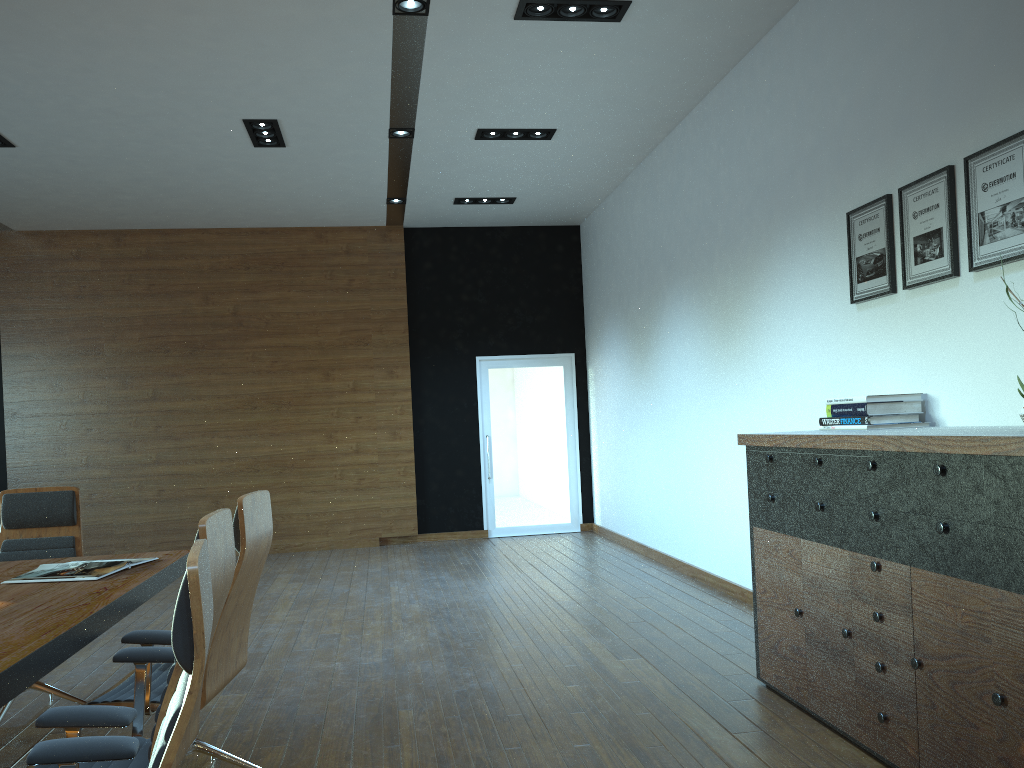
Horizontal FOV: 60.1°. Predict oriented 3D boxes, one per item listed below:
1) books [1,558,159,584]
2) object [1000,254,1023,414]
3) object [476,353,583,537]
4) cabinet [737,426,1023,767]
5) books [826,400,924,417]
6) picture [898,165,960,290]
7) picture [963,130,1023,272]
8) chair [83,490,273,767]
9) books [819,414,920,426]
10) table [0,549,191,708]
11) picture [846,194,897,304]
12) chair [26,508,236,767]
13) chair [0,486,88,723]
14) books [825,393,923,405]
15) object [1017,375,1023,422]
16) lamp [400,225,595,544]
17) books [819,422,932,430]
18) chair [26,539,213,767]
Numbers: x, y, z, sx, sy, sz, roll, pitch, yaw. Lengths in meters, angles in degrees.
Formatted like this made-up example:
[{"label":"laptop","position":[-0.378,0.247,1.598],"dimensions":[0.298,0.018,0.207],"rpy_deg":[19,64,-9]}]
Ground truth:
[{"label":"books","position":[-1.810,0.774,3.757],"dimensions":[0.389,0.033,0.545],"rpy_deg":[-3,-3,3]},{"label":"object","position":[1.878,-0.177,3.122],"dimensions":[0.213,0.662,0.444],"rpy_deg":[-3,-1,6]},{"label":"object","position":[0.202,0.735,10.700],"dimensions":[1.197,2.160,0.200],"rpy_deg":[-3,0,-9]},{"label":"cabinet","position":[1.704,0.788,3.311],"dimensions":[0.767,1.232,2.351],"rpy_deg":[-3,-2,-9]},{"label":"books","position":[1.740,0.120,4.271],"dimensions":[0.287,0.063,0.369],"rpy_deg":[-2,-3,-9]},{"label":"picture","position":[1.892,-0.699,4.035],"dimensions":[0.028,0.484,0.380],"rpy_deg":[-3,-1,-9]},{"label":"picture","position":[1.963,-0.725,3.562],"dimensions":[0.028,0.484,0.380],"rpy_deg":[-3,-1,-9]},{"label":"chair","position":[-1.263,0.988,3.354],"dimensions":[0.696,1.127,0.706],"rpy_deg":[-3,-1,-2]},{"label":"books","position":[1.712,0.173,4.259],"dimensions":[0.273,0.041,0.404],"rpy_deg":[-2,-3,-14]},{"label":"table","position":[-2.006,1.096,1.467],"dimensions":[1.784,0.797,5.548],"rpy_deg":[-2,-3,-9]},{"label":"picture","position":[1.822,-0.674,4.503],"dimensions":[0.028,0.484,0.380],"rpy_deg":[-3,-1,-9]},{"label":"chair","position":[-1.130,0.942,2.495],"dimensions":[0.696,1.127,0.707],"rpy_deg":[-3,-1,-8]},{"label":"chair","position":[-2.414,1.088,4.330],"dimensions":[0.706,1.127,0.696],"rpy_deg":[-3,-1,-6]},{"label":"books","position":[1.738,0.073,4.272],"dimensions":[0.291,0.032,0.362],"rpy_deg":[-2,-3,-10]},{"label":"object","position":[1.777,0.058,2.955],"dimensions":[0.153,0.188,0.177],"rpy_deg":[-3,-1,31]},{"label":"lamp","position":[-3.349,-0.026,7.543],"dimensions":[9.388,3.707,16.703],"rpy_deg":[-2,-3,-9]},{"label":"books","position":[1.733,0.203,4.259],"dimensions":[0.323,0.021,0.444],"rpy_deg":[-2,-3,-9]},{"label":"chair","position":[-0.890,0.892,1.657],"dimensions":[0.695,1.127,0.707],"rpy_deg":[-2,-1,-17]}]
